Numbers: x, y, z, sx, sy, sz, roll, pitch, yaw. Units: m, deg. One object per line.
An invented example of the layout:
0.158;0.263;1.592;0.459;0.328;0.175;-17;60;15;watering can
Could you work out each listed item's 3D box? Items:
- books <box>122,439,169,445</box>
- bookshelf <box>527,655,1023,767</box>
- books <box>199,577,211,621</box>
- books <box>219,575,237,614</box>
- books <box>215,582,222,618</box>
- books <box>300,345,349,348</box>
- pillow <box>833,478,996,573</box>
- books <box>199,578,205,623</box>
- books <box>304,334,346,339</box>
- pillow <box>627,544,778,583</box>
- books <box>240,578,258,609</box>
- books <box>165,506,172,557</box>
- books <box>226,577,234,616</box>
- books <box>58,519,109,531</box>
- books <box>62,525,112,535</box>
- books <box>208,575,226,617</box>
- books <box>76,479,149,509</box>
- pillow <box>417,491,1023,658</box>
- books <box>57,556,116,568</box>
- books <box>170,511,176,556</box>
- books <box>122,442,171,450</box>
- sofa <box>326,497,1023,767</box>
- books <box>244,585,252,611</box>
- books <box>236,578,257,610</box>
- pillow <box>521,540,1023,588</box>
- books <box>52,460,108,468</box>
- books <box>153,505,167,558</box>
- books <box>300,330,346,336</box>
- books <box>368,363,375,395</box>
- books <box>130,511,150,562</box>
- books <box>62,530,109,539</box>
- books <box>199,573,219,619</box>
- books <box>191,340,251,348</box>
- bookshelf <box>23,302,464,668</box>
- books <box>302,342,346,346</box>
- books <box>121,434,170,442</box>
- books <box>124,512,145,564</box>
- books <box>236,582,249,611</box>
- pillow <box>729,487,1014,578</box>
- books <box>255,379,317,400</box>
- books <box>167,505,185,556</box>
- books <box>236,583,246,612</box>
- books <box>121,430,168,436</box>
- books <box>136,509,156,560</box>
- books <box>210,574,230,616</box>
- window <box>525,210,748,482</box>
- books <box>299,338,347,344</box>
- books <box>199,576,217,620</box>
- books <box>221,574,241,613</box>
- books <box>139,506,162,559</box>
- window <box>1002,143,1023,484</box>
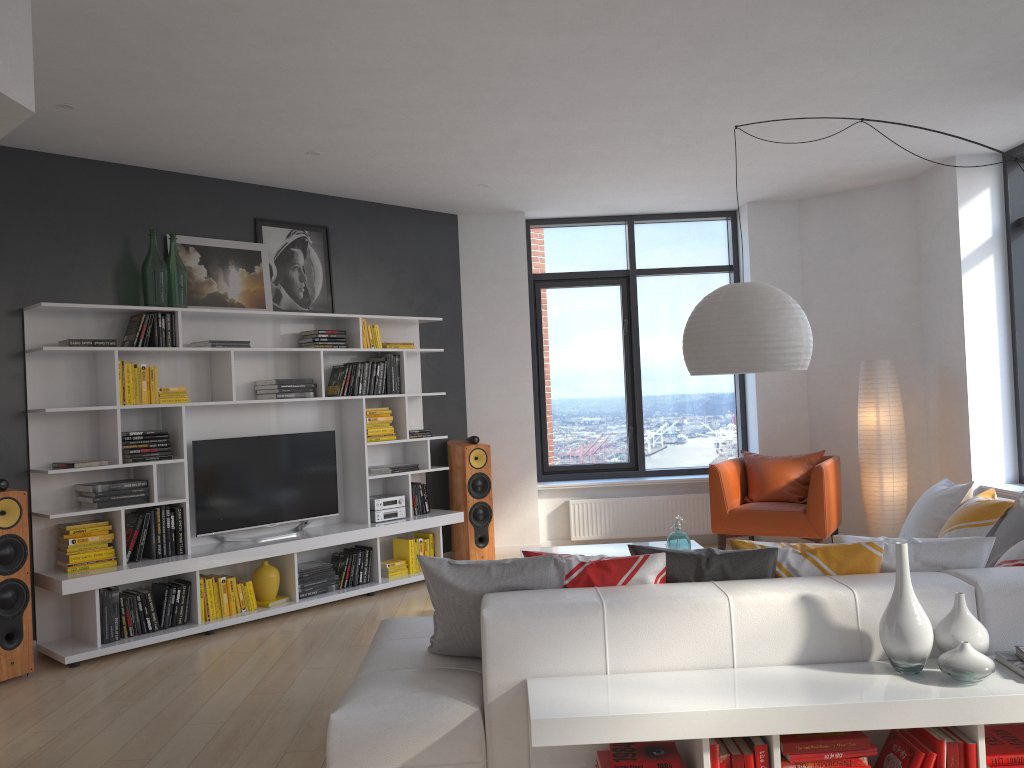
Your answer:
-2.305;0.358;5.526;0.264;0.020;0.189;-2;-1;-42;books
1.359;1.136;2.687;2.600;0.500;0.356;-3;-1;-1;bookshelf
-1.987;1.355;5.626;0.213;0.271;0.048;-3;-1;44;books
-1.858;1.368;5.761;0.171;0.235;0.043;-3;-1;43;books
-1.918;1.375;5.678;0.156;0.230;0.042;-3;-1;43;books
-1.380;-0.267;6.515;0.284;0.030;0.214;-2;-1;-42;books
1.881;0.739;4.158;0.580;0.456;2.156;-3;-1;25;pillow
-2.000;1.355;5.584;0.204;0.270;0.029;-3;-1;44;books
-1.377;-0.346;6.517;0.246;0.026;0.180;-2;-1;-43;books
1.492;0.751;3.367;2.120;0.436;0.608;-3;-1;-5;pillow
-1.743;1.385;5.864;0.046;0.193;0.149;-2;-1;-45;books
-2.217;0.923;5.594;0.239;0.315;0.034;-3;-1;44;books
-1.860;1.366;5.730;0.169;0.240;0.043;-3;-1;43;books
-2.563;0.841;5.302;0.234;0.024;0.171;-2;-1;-42;books
-2.538;0.865;5.292;0.234;0.024;0.171;-2;-1;-42;books
-1.907;1.361;5.696;0.180;0.252;0.041;-3;-1;44;books
-2.435;0.668;5.406;0.277;0.137;0.343;-3;-1;44;books
1.065;0.769;3.685;2.953;0.453;0.647;-2;-1;-13;pillow
-2.530;1.049;5.271;0.269;0.025;0.213;-2;-1;-43;books
-2.188;0.942;5.613;0.200;0.272;0.028;-3;-1;44;books
-2.300;0.383;5.524;0.284;0.030;0.214;-2;-1;-37;books
1.078;1.048;4.170;3.424;0.732;2.614;-3;-1;-1;sofa
-1.759;1.398;5.812;0.113;0.169;0.049;-3;-1;43;books
-1.753;1.385;5.841;0.067;0.193;0.148;-2;-1;-45;books
1.167;0.792;3.354;2.250;0.449;0.575;-3;-1;-3;pillow
-2.553;0.473;5.250;0.266;0.030;0.209;-3;-1;38;books
-2.238;0.918;5.573;0.237;0.326;0.026;-3;-1;44;books
-1.389;-0.372;6.523;0.209;0.030;0.266;-3;-1;38;books
-1.106;-0.030;6.720;0.069;0.242;0.172;-2;-1;-45;books
-2.321;0.939;5.472;0.210;0.289;0.100;-3;-1;43;books
-2.545;0.889;5.289;0.238;0.023;0.167;-2;-1;-30;books
-1.944;1.357;5.677;0.202;0.267;0.038;-3;-1;45;books
-1.949;-0.257;5.926;0.250;0.047;0.310;-3;-1;40;books
-1.617;0.531;6.118;0.455;2.052;3.000;-3;-1;44;bookshelf
-1.384;-0.292;6.517;0.189;0.020;0.264;-3;-1;43;books
-2.317;0.333;5.543;0.284;0.030;0.214;-2;-1;-37;books
-2.369;0.943;5.448;0.232;0.284;0.142;-3;-1;44;books
-1.782;1.389;5.807;0.134;0.187;0.046;-3;-1;44;books
1.687;0.763;3.905;2.095;0.440;0.630;-2;-1;-44;pillow
-1.603;0.038;6.291;0.277;0.137;0.343;-3;-1;39;books
-2.162;0.930;5.643;0.230;0.297;0.051;-3;-1;44;books
-1.802;1.390;5.797;0.138;0.188;0.056;-3;-1;44;books
-2.298;0.304;5.525;0.246;0.026;0.180;-2;-1;-38;books
-2.276;0.934;5.520;0.213;0.301;0.028;-3;-1;44;books
-1.897;1.361;5.722;0.185;0.252;0.055;-3;-1;43;books
1.136;-0.347;8.182;1.960;2.402;0.170;-3;-1;-1;window
-1.398;-0.317;6.533;0.284;0.030;0.214;-2;-1;-42;books
-1.966;1.361;5.656;0.198;0.258;0.066;-3;-1;44;books
-1.842;1.368;5.790;0.172;0.235;0.056;-3;-1;43;books
-2.258;0.925;5.547;0.237;0.314;0.034;-3;-1;44;books
3.711;-0.490;5.788;0.170;2.402;1.310;-3;-1;-1;window
